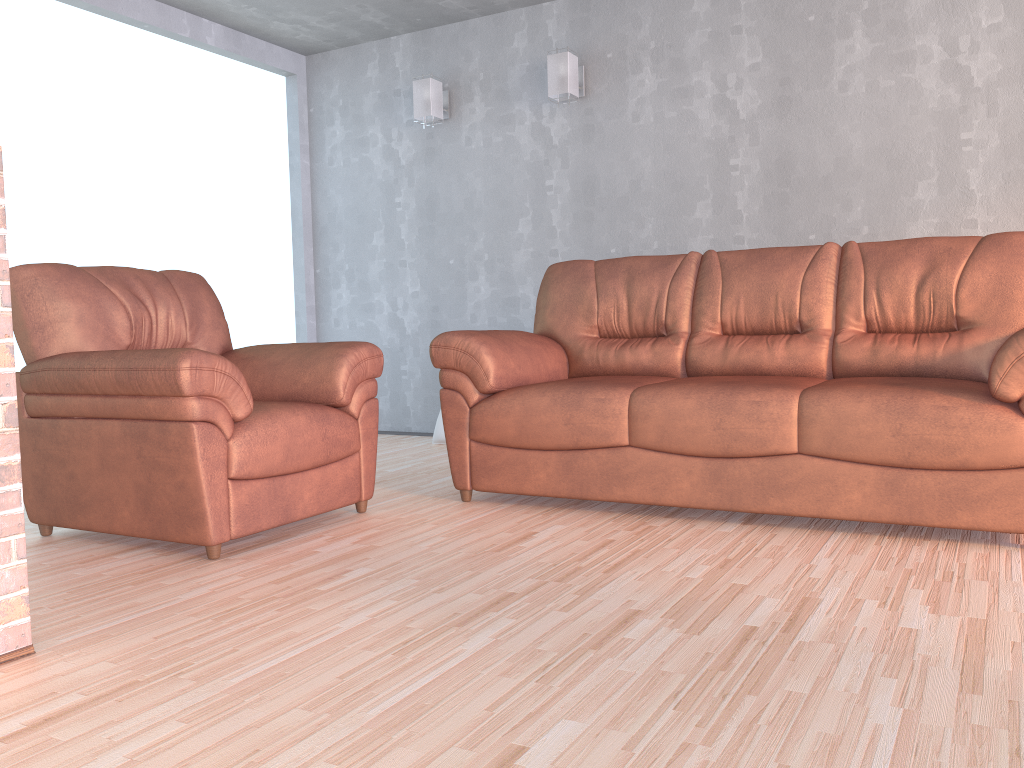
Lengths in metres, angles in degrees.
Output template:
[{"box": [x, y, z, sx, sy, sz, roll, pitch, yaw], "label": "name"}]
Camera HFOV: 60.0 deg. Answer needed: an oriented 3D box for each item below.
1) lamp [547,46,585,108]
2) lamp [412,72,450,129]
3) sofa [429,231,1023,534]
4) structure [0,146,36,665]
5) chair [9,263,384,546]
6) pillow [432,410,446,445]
[{"box": [0.289, -1.668, 4.836, 0.165, 0.319, 0.177, 1, 4, 29], "label": "lamp"}, {"box": [-0.487, -1.676, 5.260, 0.165, 0.319, 0.168, 1, 4, 29], "label": "lamp"}, {"box": [0.860, -0.073, 3.281, 2.202, 0.923, 0.981, 1, 4, 29], "label": "sofa"}, {"box": [-1.692, 0.043, 2.094, 1.422, 1.057, 0.211, 1, 4, 29], "label": "structure"}, {"box": [-1.086, 0.010, 3.095, 0.936, 0.879, 0.970, 0, 4, 28], "label": "chair"}, {"box": [-0.285, 0.192, 5.118, 0.327, 0.326, 0.241, 1, 4, 33], "label": "pillow"}]
